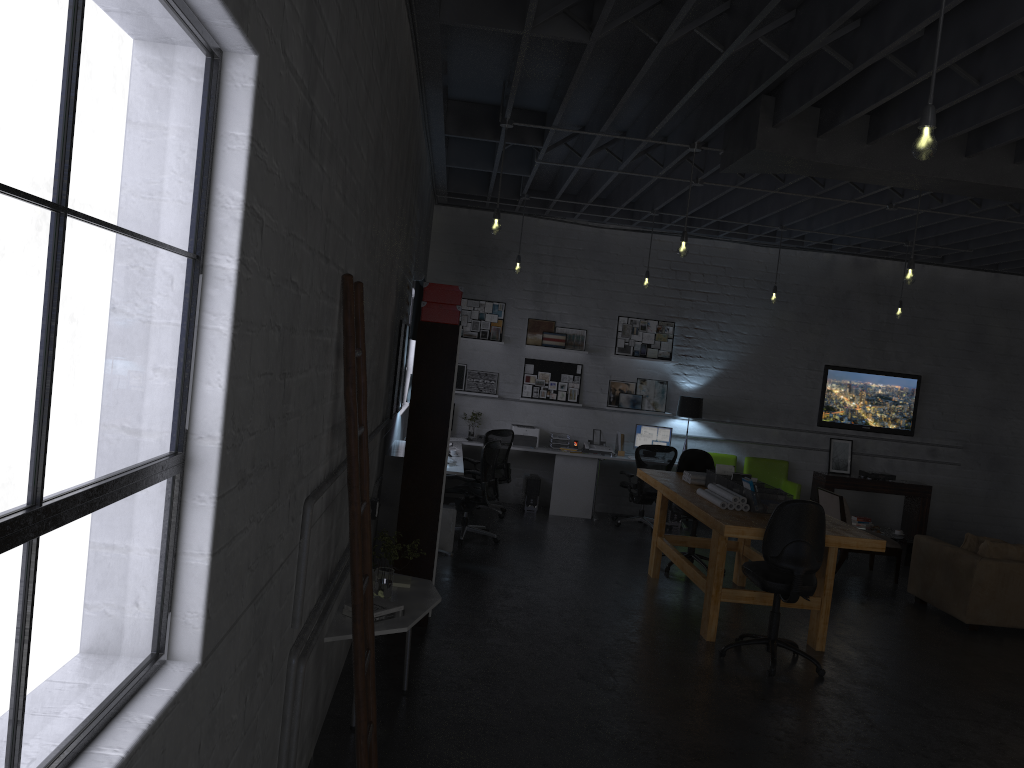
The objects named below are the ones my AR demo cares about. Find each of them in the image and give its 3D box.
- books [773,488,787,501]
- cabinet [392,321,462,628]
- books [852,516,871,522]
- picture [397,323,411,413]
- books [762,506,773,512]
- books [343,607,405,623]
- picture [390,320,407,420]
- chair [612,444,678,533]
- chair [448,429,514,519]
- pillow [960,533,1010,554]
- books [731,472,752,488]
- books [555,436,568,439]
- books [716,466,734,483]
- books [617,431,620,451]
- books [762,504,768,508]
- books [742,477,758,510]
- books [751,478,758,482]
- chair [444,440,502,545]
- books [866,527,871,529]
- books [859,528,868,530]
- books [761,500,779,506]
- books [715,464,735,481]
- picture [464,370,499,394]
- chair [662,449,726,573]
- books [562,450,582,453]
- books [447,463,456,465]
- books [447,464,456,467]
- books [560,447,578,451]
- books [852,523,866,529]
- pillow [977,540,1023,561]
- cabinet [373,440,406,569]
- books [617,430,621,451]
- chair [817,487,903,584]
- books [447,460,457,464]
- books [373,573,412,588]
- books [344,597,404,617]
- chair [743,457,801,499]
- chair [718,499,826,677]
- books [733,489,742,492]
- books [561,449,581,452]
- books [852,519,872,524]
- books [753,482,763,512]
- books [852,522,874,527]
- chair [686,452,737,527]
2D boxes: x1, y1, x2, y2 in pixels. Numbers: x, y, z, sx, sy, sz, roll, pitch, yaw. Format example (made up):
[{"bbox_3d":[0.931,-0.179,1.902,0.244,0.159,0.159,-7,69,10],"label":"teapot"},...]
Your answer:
[{"bbox_3d":[2.206,0.933,7.611,0.244,0.067,0.298,6,2,6],"label":"books"},{"bbox_3d":[-0.616,0.597,6.360,0.291,2.049,0.872,6,3,-4],"label":"cabinet"},{"bbox_3d":[4.189,1.618,10.638,0.185,0.041,0.128,6,2,-10],"label":"books"},{"bbox_3d":[-0.965,-0.150,7.890,0.020,0.781,0.606,6,2,-4],"label":"picture"},{"bbox_3d":[1.969,0.952,6.739,0.155,0.029,0.225,6,2,-4],"label":"books"},{"bbox_3d":[-0.686,1.131,4.399,0.185,0.031,0.250,8,2,38],"label":"books"},{"bbox_3d":[-0.920,-0.123,7.191,0.020,0.781,0.606,6,2,-4],"label":"picture"},{"bbox_3d":[1.582,1.213,10.707,0.732,1.032,0.751,5,3,-35],"label":"chair"},{"bbox_3d":[-0.359,1.007,10.416,0.752,1.032,0.732,7,3,20],"label":"chair"},{"bbox_3d":[4.211,1.538,7.927,0.523,0.403,0.319,7,2,16],"label":"pillow"},{"bbox_3d":[1.853,0.832,7.213,0.158,0.214,0.063,6,3,-4],"label":"books"},{"bbox_3d":[0.604,0.676,11.231,0.134,0.008,0.203,6,2,-21],"label":"books"},{"bbox_3d":[1.865,0.823,7.753,0.158,0.200,0.082,6,3,-4],"label":"books"},{"bbox_3d":[1.352,0.747,11.251,0.036,0.296,0.210,6,2,-4],"label":"books"},{"bbox_3d":[1.975,0.928,6.739,0.141,0.021,0.203,6,2,-3],"label":"books"},{"bbox_3d":[1.804,0.832,6.711,0.108,0.234,0.166,6,2,-4],"label":"books"},{"bbox_3d":[1.917,0.851,7.249,0.143,0.188,0.061,6,3,-4],"label":"books"},{"bbox_3d":[-0.438,1.045,8.951,0.753,1.032,0.731,6,2,0],"label":"chair"},{"bbox_3d":[4.164,1.701,10.650,0.223,0.032,0.161,5,2,-24],"label":"books"},{"bbox_3d":[3.999,1.687,10.330,0.174,0.045,0.240,6,2,-15],"label":"books"},{"bbox_3d":[1.973,0.906,6.733,0.127,0.022,0.181,6,2,-9],"label":"books"},{"bbox_3d":[1.866,0.815,7.784,0.171,0.211,0.046,6,3,-4],"label":"books"},{"bbox_3d":[-0.387,-0.025,11.278,0.410,0.277,0.036,6,3,-4],"label":"picture"},{"bbox_3d":[1.817,1.238,8.611,0.659,1.165,0.686,6,3,-6],"label":"chair"},{"bbox_3d":[0.740,0.834,10.932,0.211,0.014,0.148,5,2,-40],"label":"books"},{"bbox_3d":[-0.662,0.747,8.448,0.209,0.012,0.158,7,2,19],"label":"books"},{"bbox_3d":[-0.660,0.759,8.446,0.213,0.012,0.158,7,2,21],"label":"books"},{"bbox_3d":[0.702,0.802,10.913,0.211,0.014,0.148,7,2,11],"label":"books"},{"bbox_3d":[3.993,1.649,10.350,0.223,0.027,0.161,6,2,5],"label":"books"},{"bbox_3d":[4.362,1.562,7.726,0.704,0.402,0.290,6,2,-4],"label":"pillow"},{"bbox_3d":[-0.837,1.055,7.411,0.465,1.022,1.150,6,2,-4],"label":"cabinet"},{"bbox_3d":[1.360,0.748,11.256,0.043,0.296,0.210,6,2,-4],"label":"books"},{"bbox_3d":[3.616,1.577,9.307,0.725,0.843,0.574,6,2,-4],"label":"chair"},{"bbox_3d":[-0.657,0.737,8.452,0.212,0.010,0.170,7,2,22],"label":"books"},{"bbox_3d":[-0.697,1.115,5.038,0.248,0.021,0.176,6,2,-5],"label":"books"},{"bbox_3d":[-0.683,1.105,4.388,0.185,0.022,0.234,8,2,34],"label":"books"},{"bbox_3d":[3.295,1.437,11.362,0.611,0.921,0.515,6,3,-4],"label":"chair"},{"bbox_3d":[1.795,1.318,6.042,0.659,1.165,0.686,6,3,-6],"label":"chair"},{"bbox_3d":[1.898,0.860,7.038,0.232,0.027,0.184,5,2,-32],"label":"books"},{"bbox_3d":[0.726,0.818,10.918,0.211,0.014,0.148,5,2,-29],"label":"books"},{"bbox_3d":[4.186,1.650,10.648,0.208,0.024,0.144,6,2,-19],"label":"books"},{"bbox_3d":[1.836,0.848,6.699,0.097,0.209,0.157,6,2,-4],"label":"books"},{"bbox_3d":[4.194,1.676,10.646,0.161,0.026,0.223,5,2,-35],"label":"books"},{"bbox_3d":[2.605,1.362,11.313,0.611,0.921,0.515,6,3,-4],"label":"chair"}]
